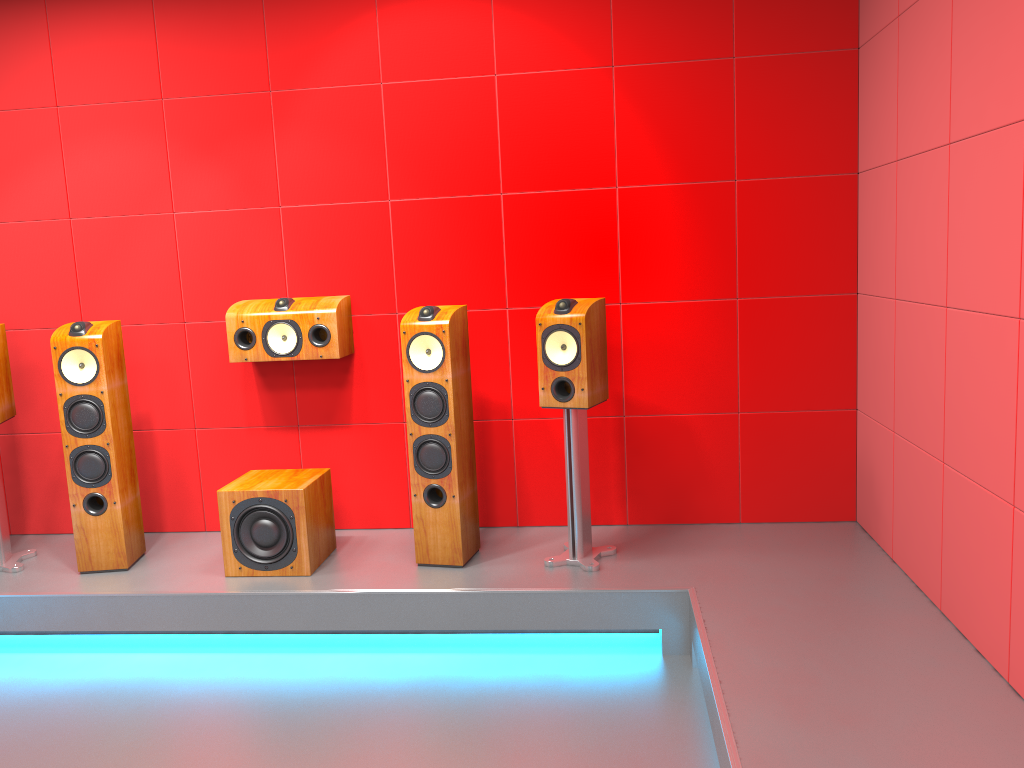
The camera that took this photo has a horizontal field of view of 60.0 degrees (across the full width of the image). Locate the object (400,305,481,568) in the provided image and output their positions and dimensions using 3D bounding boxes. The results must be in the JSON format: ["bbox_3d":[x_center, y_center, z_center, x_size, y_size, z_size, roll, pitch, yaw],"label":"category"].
[{"bbox_3d":[-0.289,0.205,3.612,0.203,1.052,0.238,0,8,16],"label":"object"}]

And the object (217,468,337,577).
[{"bbox_3d":[-0.975,0.574,3.714,0.360,0.360,0.360,-2,8,6],"label":"object"}]

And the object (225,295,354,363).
[{"bbox_3d":[-0.979,-0.250,3.924,0.493,0.271,0.235,-2,8,6],"label":"object"}]

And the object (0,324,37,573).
[{"bbox_3d":[-2.260,0.272,3.809,0.231,1.058,0.265,-5,8,-13],"label":"object"}]

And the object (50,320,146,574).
[{"bbox_3d":[-1.746,0.257,3.752,0.203,1.052,0.238,-3,8,-4],"label":"object"}]

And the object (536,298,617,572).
[{"bbox_3d":[0.254,0.187,3.529,0.231,1.058,0.265,1,9,26],"label":"object"}]
